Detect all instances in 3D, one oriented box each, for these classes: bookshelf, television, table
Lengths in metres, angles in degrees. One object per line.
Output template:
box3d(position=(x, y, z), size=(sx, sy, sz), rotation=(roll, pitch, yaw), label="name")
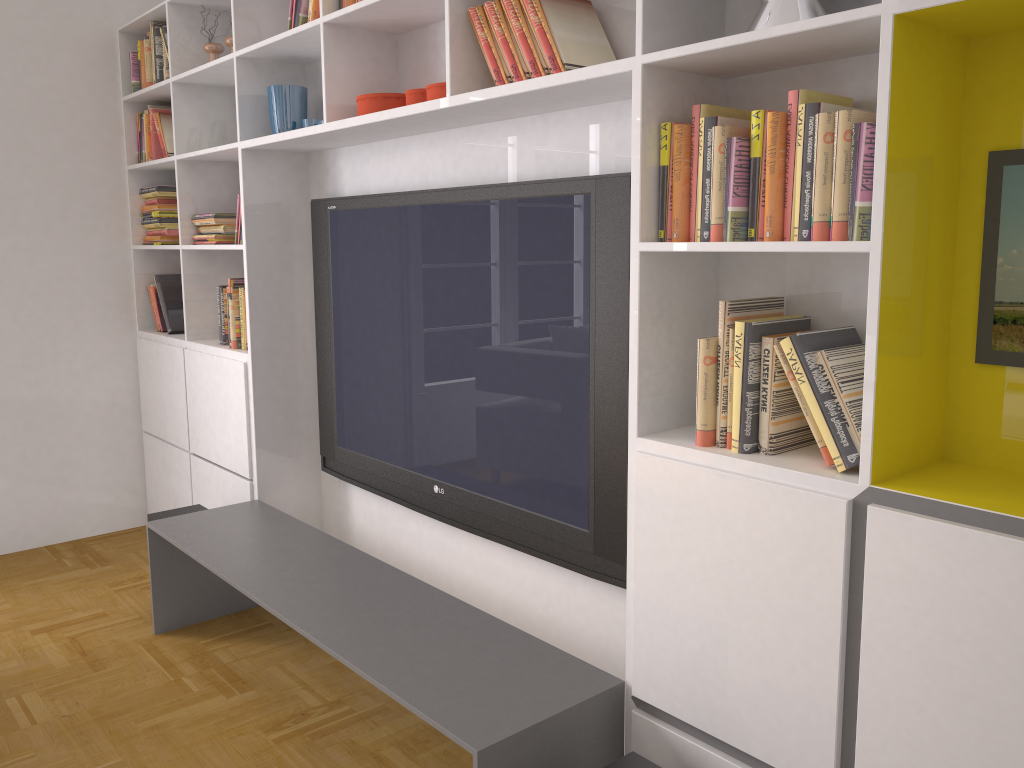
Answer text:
box3d(position=(-0.027, -0.198, 2.548), size=(0.390, 2.472, 5.374), rotation=(-7, 11, -40), label="bookshelf")
box3d(position=(-0.207, -0.080, 2.882), size=(0.082, 1.084, 1.663), rotation=(-7, 11, -40), label="television")
box3d(position=(-0.542, 0.814, 2.695), size=(0.438, 0.433, 1.976), rotation=(-8, 12, -40), label="table")

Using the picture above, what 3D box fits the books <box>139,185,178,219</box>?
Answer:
box3d(position=(-1.698, -0.897, 4.399), size=(0.208, 0.153, 0.252), rotation=(-8, 11, -40), label="books")

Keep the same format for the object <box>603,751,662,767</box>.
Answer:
box3d(position=(0.241, 0.985, 1.734), size=(0.217, 0.390, 0.212), rotation=(-7, 11, -40), label="object")

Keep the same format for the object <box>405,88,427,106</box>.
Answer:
box3d(position=(-0.258, -0.846, 2.683), size=(0.129, 0.072, 0.129), rotation=(-9, 12, -43), label="object")

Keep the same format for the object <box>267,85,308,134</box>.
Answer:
box3d(position=(-0.840, -1.012, 3.332), size=(0.147, 0.192, 0.147), rotation=(6, 11, 38), label="object")

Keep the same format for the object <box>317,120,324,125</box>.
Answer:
box3d(position=(-0.615, -0.893, 3.082), size=(0.124, 0.032, 0.124), rotation=(6, 11, 35), label="object")

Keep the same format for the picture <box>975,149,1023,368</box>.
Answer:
box3d(position=(1.067, -0.196, 1.409), size=(0.007, 0.387, 0.610), rotation=(-7, 11, -40), label="picture")

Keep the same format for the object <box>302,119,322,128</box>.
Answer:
box3d(position=(-0.716, -0.923, 3.199), size=(0.078, 0.056, 0.078), rotation=(-3, 9, -15), label="object")

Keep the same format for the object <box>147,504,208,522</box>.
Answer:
box3d(position=(-1.297, 0.710, 3.521), size=(0.217, 0.390, 0.212), rotation=(-7, 11, -40), label="object")

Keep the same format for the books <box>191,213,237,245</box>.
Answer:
box3d(position=(-1.252, -0.671, 3.902), size=(0.208, 0.153, 0.284), rotation=(-8, 11, -40), label="books")

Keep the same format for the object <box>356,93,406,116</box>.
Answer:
box3d(position=(-0.390, -0.877, 2.836), size=(0.211, 0.072, 0.211), rotation=(4, 10, 24), label="object")

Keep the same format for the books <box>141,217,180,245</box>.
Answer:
box3d(position=(-1.686, -0.748, 4.407), size=(0.208, 0.153, 0.284), rotation=(-8, 11, -40), label="books")

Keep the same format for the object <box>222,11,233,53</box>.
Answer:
box3d(position=(-1.152, -1.438, 3.723), size=(0.119, 0.259, 0.179), rotation=(-3, 9, -20), label="object")

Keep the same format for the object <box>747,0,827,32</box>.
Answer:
box3d(position=(0.545, -0.785, 1.732), size=(0.257, 0.238, 0.257), rotation=(-6, 10, -32), label="object")

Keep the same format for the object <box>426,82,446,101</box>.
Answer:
box3d(position=(-0.155, -0.820, 2.535), size=(0.183, 0.054, 0.183), rotation=(-9, 12, -43), label="object")

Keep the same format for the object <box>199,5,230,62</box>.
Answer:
box3d(position=(-1.243, -1.460, 3.801), size=(0.179, 0.278, 0.121), rotation=(-6, 10, -35), label="object")

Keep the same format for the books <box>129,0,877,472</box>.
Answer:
box3d(position=(-0.539, -0.775, 3.017), size=(0.236, 1.451, 3.868), rotation=(-7, 11, -40), label="books")
